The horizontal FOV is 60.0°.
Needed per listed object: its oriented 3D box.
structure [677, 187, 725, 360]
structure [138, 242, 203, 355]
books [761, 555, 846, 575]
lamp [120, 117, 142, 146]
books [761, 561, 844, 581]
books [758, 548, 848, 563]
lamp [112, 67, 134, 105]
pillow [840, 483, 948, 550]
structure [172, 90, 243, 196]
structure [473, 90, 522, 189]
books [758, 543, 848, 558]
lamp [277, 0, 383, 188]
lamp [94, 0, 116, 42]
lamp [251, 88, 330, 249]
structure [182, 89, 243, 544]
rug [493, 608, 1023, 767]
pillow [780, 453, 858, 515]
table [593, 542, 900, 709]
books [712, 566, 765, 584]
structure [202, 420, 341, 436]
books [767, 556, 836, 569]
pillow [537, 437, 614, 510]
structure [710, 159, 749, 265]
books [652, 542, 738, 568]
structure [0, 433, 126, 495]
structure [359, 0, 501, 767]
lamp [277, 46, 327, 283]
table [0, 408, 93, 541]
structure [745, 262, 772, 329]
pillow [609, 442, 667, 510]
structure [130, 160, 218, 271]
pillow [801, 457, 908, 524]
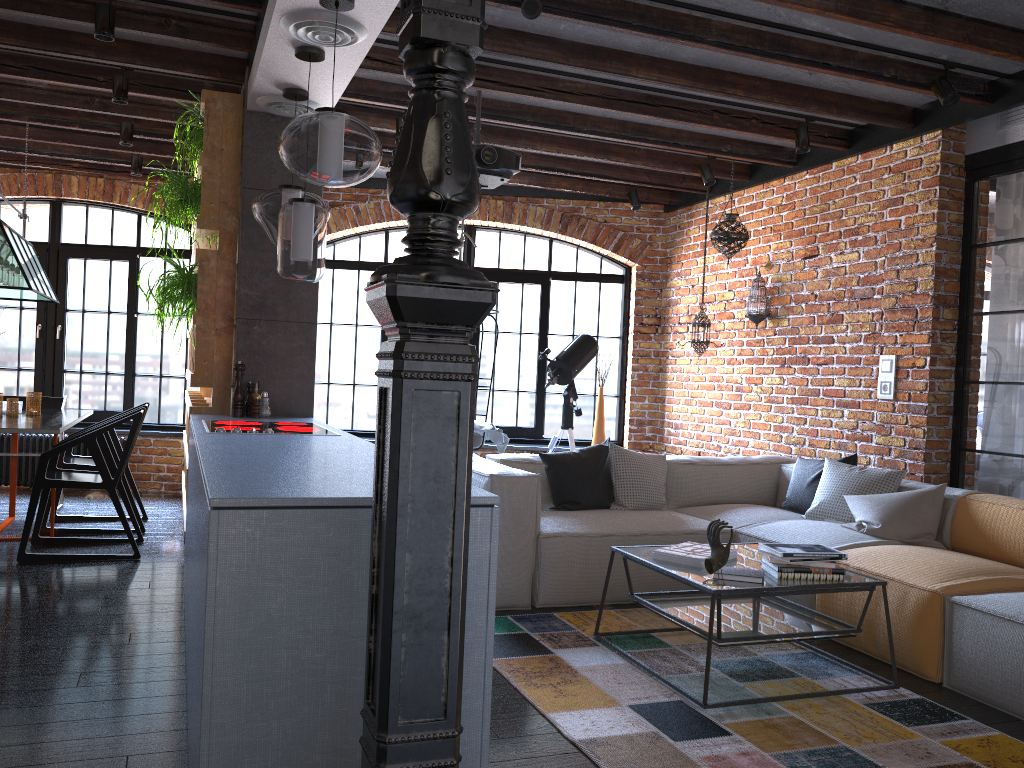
[{"bbox_3d":[1.424,-0.893,6.563,0.389,1.437,0.338,2,1,-20],"label":"structure"},{"bbox_3d":[-1.745,-0.441,4.834,0.422,0.620,0.570,3,1,-1],"label":"structure"},{"bbox_3d":[1.100,0.687,3.365,0.251,0.023,0.209,3,0,-1],"label":"books"},{"bbox_3d":[-2.534,-1.677,5.884,0.124,0.184,0.082,2,1,-37],"label":"lamp"},{"bbox_3d":[1.098,0.709,3.366,0.247,0.024,0.209,3,0,-1],"label":"books"},{"bbox_3d":[1.100,0.647,3.368,0.268,0.014,0.196,2,1,-22],"label":"books"},{"bbox_3d":[-2.156,-1.652,4.902,0.113,0.184,0.082,3,1,36],"label":"lamp"},{"bbox_3d":[1.880,0.629,4.381,0.485,0.314,0.358,3,1,22],"label":"pillow"},{"bbox_3d":[-1.583,-1.280,4.849,0.570,0.620,0.422,2,1,-31],"label":"structure"},{"bbox_3d":[-0.188,-1.516,4.878,0.409,0.816,0.464,2,1,-21],"label":"structure"},{"bbox_3d":[1.101,0.632,3.368,0.268,0.014,0.196,3,0,-9],"label":"books"},{"bbox_3d":[-0.631,-1.031,3.130,0.364,0.665,0.364,2,1,-38],"label":"lamp"},{"bbox_3d":[-1.793,-1.627,3.930,0.116,0.184,0.082,3,1,30],"label":"lamp"},{"bbox_3d":[-1.045,-1.017,4.224,0.367,0.747,0.367,3,1,33],"label":"lamp"},{"bbox_3d":[-2.068,-0.376,5.988,0.206,2.381,2.829,2,1,-21],"label":"structure"},{"bbox_3d":[0.780,1.110,3.120,1.432,0.013,2.364,2,0,-21],"label":"rug"},{"bbox_3d":[1.747,0.573,5.085,0.263,0.400,0.510,2,1,-26],"label":"pillow"},{"bbox_3d":[0.896,0.902,3.512,0.842,0.389,0.848,2,1,-21],"label":"table"},{"bbox_3d":[0.830,0.695,3.248,0.182,0.029,0.129,3,1,17],"label":"books"},{"bbox_3d":[-1.048,0.196,3.787,0.504,0.057,0.763,2,0,-21],"label":"structure"},{"bbox_3d":[1.102,0.665,3.389,0.239,0.023,0.190,3,0,14],"label":"books"},{"bbox_3d":[0.404,0.504,4.964,0.538,0.417,0.238,2,1,-31],"label":"pillow"},{"bbox_3d":[1.518,-1.219,6.150,0.265,0.779,0.273,3,1,19],"label":"structure"},{"bbox_3d":[0.742,0.687,3.586,0.225,0.038,0.309,3,1,39],"label":"books"},{"bbox_3d":[-3.692,0.646,7.221,1.115,0.476,0.106,3,1,-3],"label":"structure"},{"bbox_3d":[2.919,0.007,4.200,8.515,2.394,0.481,2,1,-40],"label":"structure"},{"bbox_3d":[-0.857,-0.900,3.676,0.195,0.955,0.198,3,1,9],"label":"lamp"},{"bbox_3d":[-3.062,0.557,5.220,0.905,0.737,1.887,2,1,-21],"label":"table"},{"bbox_3d":[1.737,-0.628,6.255,0.169,0.482,0.169,2,1,-21],"label":"structure"},{"bbox_3d":[0.727,0.531,5.060,0.543,0.402,0.250,2,1,-38],"label":"pillow"},{"bbox_3d":[-1.751,-0.921,4.780,0.422,0.620,0.570,3,1,39],"label":"structure"},{"bbox_3d":[1.815,0.594,4.749,0.293,0.354,0.495,2,1,-35],"label":"pillow"}]
